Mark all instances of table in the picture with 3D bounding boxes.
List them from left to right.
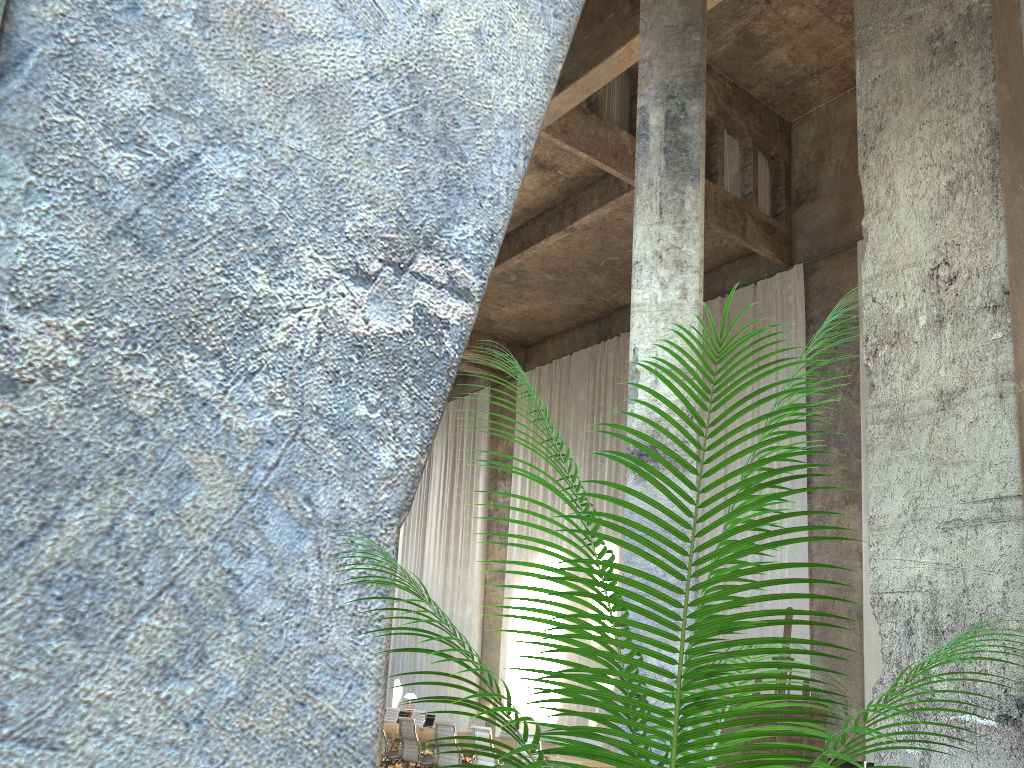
[{"bbox_3d":[-0.972,5.628,13.098,1.626,0.736,7.844,16,-23,-34],"label":"table"}]

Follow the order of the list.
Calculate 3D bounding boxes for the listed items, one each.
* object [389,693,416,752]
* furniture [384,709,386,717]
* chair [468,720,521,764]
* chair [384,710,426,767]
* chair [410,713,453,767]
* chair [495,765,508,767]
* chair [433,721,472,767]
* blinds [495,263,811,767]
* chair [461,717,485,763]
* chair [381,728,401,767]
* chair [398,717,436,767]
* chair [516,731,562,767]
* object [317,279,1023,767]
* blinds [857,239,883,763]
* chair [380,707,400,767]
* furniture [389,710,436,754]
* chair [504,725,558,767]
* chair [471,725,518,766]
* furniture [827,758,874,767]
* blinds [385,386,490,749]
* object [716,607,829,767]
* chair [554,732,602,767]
[{"bbox_3d":[-2.191,6.893,17.730,0.571,1.258,0.678,4,-14,-4],"label":"object"},{"bbox_3d":[-3.849,8.356,21.601,0.719,0.816,1.903,14,-21,-35],"label":"furniture"},{"bbox_3d":[-0.246,5.594,13.264,0.706,0.994,0.679,11,-16,-27],"label":"chair"},{"bbox_3d":[-1.887,6.216,15.344,0.706,0.994,0.679,11,-16,-27],"label":"chair"},{"bbox_3d":[-1.363,6.016,14.675,0.710,0.994,0.676,14,-18,-36],"label":"chair"},{"bbox_3d":[-0.205,3.445,6.840,0.835,0.865,0.740,16,-20,-39],"label":"chair"},{"bbox_3d":[-0.723,5.002,11.629,0.710,0.994,0.676,14,-18,-36],"label":"chair"},{"bbox_3d":[2.224,2.973,16.741,0.278,8.385,7.964,12,-17,-34],"label":"blinds"},{"bbox_3d":[-0.783,5.801,13.953,0.707,0.994,0.678,12,-17,-30],"label":"chair"},{"bbox_3d":[-1.826,5.428,13.051,0.706,0.994,0.679,11,-16,-27],"label":"chair"},{"bbox_3d":[-1.289,5.221,12.361,0.707,0.994,0.678,12,-17,-30],"label":"chair"},{"bbox_3d":[0.365,4.610,10.312,0.707,0.994,0.678,12,-17,-30],"label":"chair"},{"bbox_3d":[0.122,0.383,0.844,0.691,0.911,0.883,8,-16,-15],"label":"object"},{"bbox_3d":[7.514,0.949,9.989,0.278,8.385,7.964,12,-17,-34],"label":"blinds"},{"bbox_3d":[-2.439,6.411,16.001,0.707,0.994,0.678,12,-17,-30],"label":"chair"},{"bbox_3d":[-2.387,7.797,19.736,0.719,0.816,1.903,14,-21,-35],"label":"furniture"},{"bbox_3d":[0.306,5.384,12.563,0.707,0.994,0.678,12,-17,-30],"label":"chair"},{"bbox_3d":[-0.192,4.803,10.966,0.706,0.994,0.679,11,-16,-27],"label":"chair"},{"bbox_3d":[4.526,5.183,11.002,0.719,0.816,1.903,14,-21,-35],"label":"furniture"},{"bbox_3d":[-3.082,5.002,23.513,0.279,8.385,7.955,12,-18,-36],"label":"blinds"},{"bbox_3d":[1.651,2.499,5.561,0.702,2.082,0.704,5,-13,-5],"label":"object"},{"bbox_3d":[0.870,5.170,11.847,0.708,0.994,0.677,13,-17,-32],"label":"chair"}]
